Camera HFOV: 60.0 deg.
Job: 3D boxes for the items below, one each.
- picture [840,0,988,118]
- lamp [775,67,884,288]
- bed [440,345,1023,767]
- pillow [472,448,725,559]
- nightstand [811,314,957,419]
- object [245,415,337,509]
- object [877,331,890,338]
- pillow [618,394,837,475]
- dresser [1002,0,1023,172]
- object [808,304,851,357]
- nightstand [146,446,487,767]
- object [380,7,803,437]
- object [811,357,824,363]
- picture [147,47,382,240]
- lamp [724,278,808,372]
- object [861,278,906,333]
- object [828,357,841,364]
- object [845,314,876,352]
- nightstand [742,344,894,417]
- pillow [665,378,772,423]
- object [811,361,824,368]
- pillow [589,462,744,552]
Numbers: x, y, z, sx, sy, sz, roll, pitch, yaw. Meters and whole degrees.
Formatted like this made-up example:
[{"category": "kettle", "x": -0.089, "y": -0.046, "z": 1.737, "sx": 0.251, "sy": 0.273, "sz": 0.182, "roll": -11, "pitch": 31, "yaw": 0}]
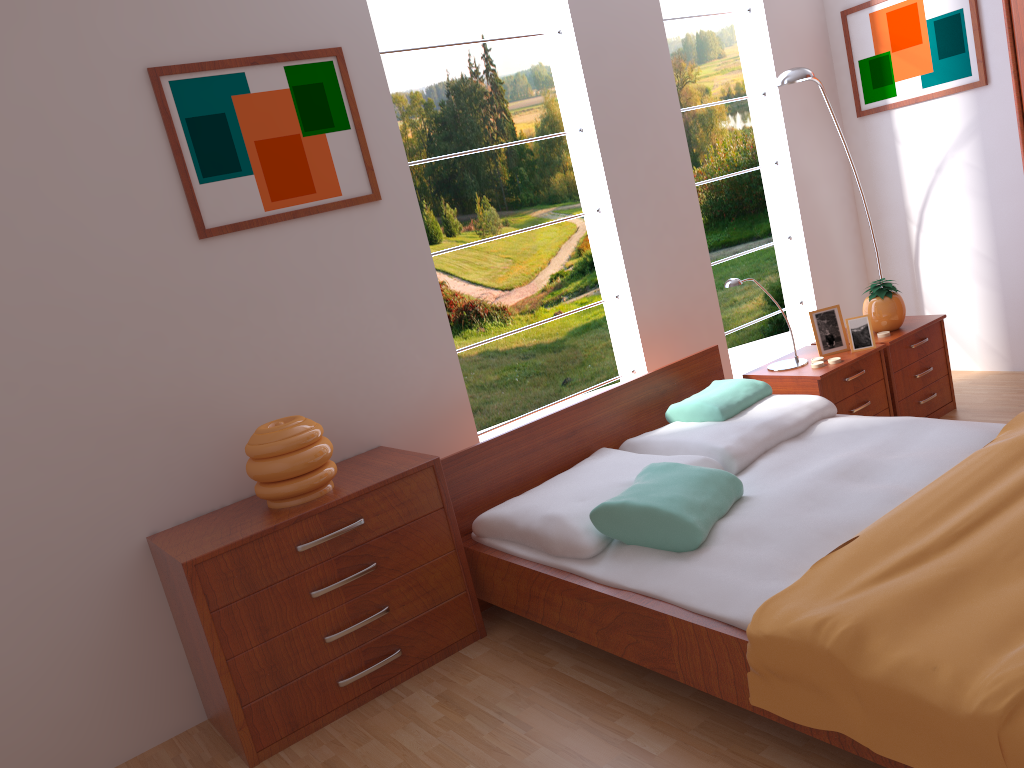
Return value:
[{"category": "picture", "x": 1.867, "y": -1.580, "z": 4.151, "sx": 0.030, "sy": 0.517, "sz": 0.645, "roll": -21, "pitch": 13, "yaw": -32}, {"category": "lamp", "x": 1.616, "y": -0.678, "z": 4.129, "sx": 0.387, "sy": 1.603, "sz": 0.799, "roll": -8, "pitch": 13, "yaw": 29}, {"category": "bed", "x": 0.972, "y": 0.319, "z": 2.601, "sx": 1.632, "sy": 0.560, "sz": 1.990, "roll": -21, "pitch": 13, "yaw": -32}, {"category": "pillow", "x": 0.273, "y": 0.383, "z": 2.908, "sx": 0.682, "sy": 0.157, "sz": 0.574, "roll": -23, "pitch": 14, "yaw": -38}, {"category": "nightstand", "x": 1.647, "y": -0.029, "z": 3.908, "sx": 0.439, "sy": 0.442, "sz": 0.377, "roll": -21, "pitch": 13, "yaw": -32}, {"category": "object", "x": -0.672, "y": 0.230, "z": 2.690, "sx": 0.264, "sy": 0.244, "sz": 0.264, "roll": -17, "pitch": 11, "yaw": -16}, {"category": "object", "x": 1.558, "y": -0.206, "z": 3.717, "sx": 0.049, "sy": 0.018, "sz": 0.049, "roll": -4, "pitch": 15, "yaw": 42}, {"category": "pillow", "x": 0.800, "y": 0.177, "z": 3.290, "sx": 0.630, "sy": 0.182, "sz": 0.574, "roll": -21, "pitch": 13, "yaw": -34}, {"category": "dresser", "x": 2.757, "y": -0.897, "z": 2.779, "sx": 0.487, "sy": 2.004, "sz": 2.017, "roll": -21, "pitch": 13, "yaw": -32}, {"category": "object", "x": 1.297, "y": -0.216, "z": 3.623, "sx": 0.131, "sy": 0.191, "sz": 0.037, "roll": -14, "pitch": 11, "yaw": -3}, {"category": "nightstand", "x": -0.584, "y": 0.642, "z": 2.766, "sx": 0.815, "sy": 0.626, "sz": 0.428, "roll": -21, "pitch": 13, "yaw": -32}, {"category": "object", "x": 0.476, "y": -0.962, "z": 3.822, "sx": 2.205, "sy": 1.815, "sz": 0.033, "roll": -21, "pitch": 13, "yaw": -32}, {"category": "object", "x": 1.228, "y": -0.094, "z": 3.562, "sx": 0.049, "sy": 0.018, "sz": 0.049, "roll": -4, "pitch": 15, "yaw": 42}, {"category": "picture", "x": -0.773, "y": -0.788, "z": 2.860, "sx": 0.645, "sy": 0.517, "sz": 0.030, "roll": -21, "pitch": 13, "yaw": -32}, {"category": "lamp", "x": 1.019, "y": -0.249, "z": 3.521, "sx": 0.163, "sy": 0.421, "sz": 0.337, "roll": -3, "pitch": 15, "yaw": 44}, {"category": "object", "x": 1.587, "y": -0.336, "z": 3.793, "sx": 0.170, "sy": 0.223, "sz": 0.169, "roll": -6, "pitch": 13, "yaw": 36}, {"category": "object", "x": 1.269, "y": -0.090, "z": 3.489, "sx": 0.049, "sy": 0.018, "sz": 0.049, "roll": -4, "pitch": 15, "yaw": 42}, {"category": "object", "x": 1.402, "y": -0.203, "z": 3.567, "sx": 0.094, "sy": 0.137, "sz": 0.027, "roll": -12, "pitch": 11, "yaw": 12}, {"category": "nightstand", "x": 1.281, "y": 0.111, "z": 3.659, "sx": 0.439, "sy": 0.442, "sz": 0.377, "roll": -21, "pitch": 13, "yaw": -32}, {"category": "pillow", "x": 0.782, "y": 0.073, "z": 3.364, "sx": 0.322, "sy": 0.116, "sz": 0.276, "roll": -22, "pitch": 13, "yaw": -35}, {"category": "object", "x": 1.204, "y": -0.074, "z": 3.493, "sx": 0.049, "sy": 0.018, "sz": 0.049, "roll": -4, "pitch": 15, "yaw": 42}, {"category": "pillow", "x": 0.462, "y": 0.351, "z": 2.615, "sx": 0.334, "sy": 0.164, "sz": 0.425, "roll": -7, "pitch": 13, "yaw": 33}]
